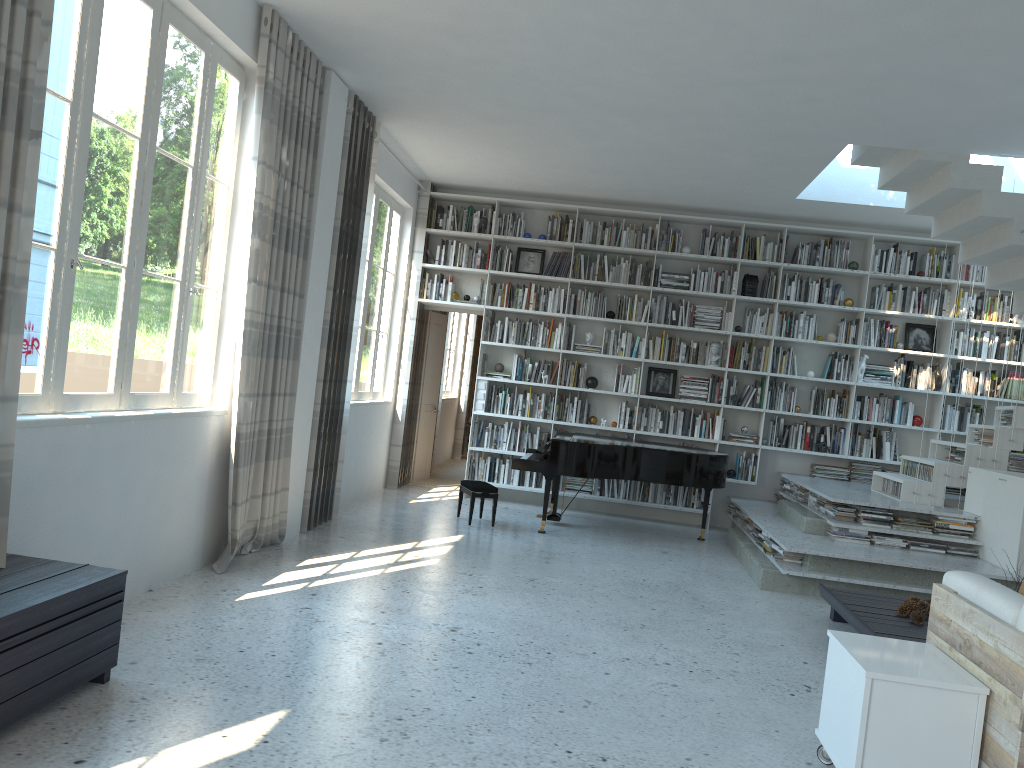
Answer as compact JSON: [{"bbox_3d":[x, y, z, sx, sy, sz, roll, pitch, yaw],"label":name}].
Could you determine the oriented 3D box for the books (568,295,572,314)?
[{"bbox_3d":[0.608,-0.816,9.277,0.015,0.208,0.186,7,1,6],"label":"books"}]

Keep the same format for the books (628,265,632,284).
[{"bbox_3d":[1.228,-1.116,9.226,0.024,0.213,0.150,7,1,6],"label":"books"}]

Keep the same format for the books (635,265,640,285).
[{"bbox_3d":[1.300,-1.112,9.204,0.022,0.222,0.161,7,1,6],"label":"books"}]

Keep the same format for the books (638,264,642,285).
[{"bbox_3d":[1.325,-1.117,9.216,0.024,0.237,0.153,7,1,6],"label":"books"}]

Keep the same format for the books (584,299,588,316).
[{"bbox_3d":[0.774,-0.786,9.269,0.029,0.187,0.149,7,1,6],"label":"books"}]

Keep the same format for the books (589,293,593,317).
[{"bbox_3d":[0.827,-0.815,9.263,0.011,0.256,0.152,7,1,6],"label":"books"}]

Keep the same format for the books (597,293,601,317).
[{"bbox_3d":[0.904,-0.809,9.249,0.010,0.262,0.158,7,1,6],"label":"books"}]

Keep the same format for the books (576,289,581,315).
[{"bbox_3d":[0.697,-0.842,9.271,0.026,0.279,0.151,7,1,6],"label":"books"}]

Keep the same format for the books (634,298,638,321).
[{"bbox_3d":[1.288,-0.762,9.211,0.010,0.257,0.140,7,1,6],"label":"books"}]

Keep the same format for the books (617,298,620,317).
[{"bbox_3d":[1.106,-0.775,9.244,0.005,0.239,0.146,7,1,6],"label":"books"}]

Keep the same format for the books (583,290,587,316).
[{"bbox_3d":[0.758,-0.836,9.253,0.010,0.283,0.184,7,1,6],"label":"books"}]

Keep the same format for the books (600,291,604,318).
[{"bbox_3d":[0.934,-0.818,9.233,0.011,0.287,0.189,7,1,6],"label":"books"}]

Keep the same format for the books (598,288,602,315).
[{"bbox_3d":[0.916,-0.835,9.260,0.005,0.316,0.157,7,1,6],"label":"books"}]

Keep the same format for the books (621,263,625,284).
[{"bbox_3d":[1.152,-1.131,9.208,0.021,0.226,0.191,7,1,6],"label":"books"}]

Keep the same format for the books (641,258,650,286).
[{"bbox_3d":[1.381,-1.143,9.190,0.058,0.302,0.175,7,1,6],"label":"books"}]

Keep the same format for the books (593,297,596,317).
[{"bbox_3d":[0.867,-0.795,9.267,0.011,0.226,0.129,7,1,6],"label":"books"}]

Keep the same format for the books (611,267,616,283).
[{"bbox_3d":[1.055,-1.119,9.231,0.028,0.180,0.168,7,1,6],"label":"books"}]

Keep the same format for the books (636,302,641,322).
[{"bbox_3d":[1.314,-0.738,9.212,0.024,0.216,0.142,7,1,6],"label":"books"}]

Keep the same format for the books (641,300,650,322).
[{"bbox_3d":[1.377,-0.741,9.174,0.064,0.237,0.208,7,1,6],"label":"books"}]

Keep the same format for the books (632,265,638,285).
[{"bbox_3d":[1.274,-1.113,9.203,0.030,0.218,0.182,7,1,6],"label":"books"}]

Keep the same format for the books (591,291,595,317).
[{"bbox_3d":[0.847,-0.824,9.251,0.011,0.279,0.169,7,1,6],"label":"books"}]

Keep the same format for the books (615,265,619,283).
[{"bbox_3d":[1.097,-1.131,9.252,0.024,0.212,0.128,7,1,6],"label":"books"}]

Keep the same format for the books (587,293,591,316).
[{"bbox_3d":[0.803,-0.815,9.242,0.012,0.251,0.184,7,1,6],"label":"books"}]

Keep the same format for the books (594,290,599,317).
[{"bbox_3d":[0.880,-0.826,9.246,0.011,0.291,0.176,7,1,6],"label":"books"}]

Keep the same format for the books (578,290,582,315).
[{"bbox_3d":[0.715,-0.838,9.265,0.012,0.276,0.157,7,1,6],"label":"books"}]

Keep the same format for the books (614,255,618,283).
[{"bbox_3d":[1.082,-1.181,9.227,0.012,0.308,0.145,7,1,6],"label":"books"}]

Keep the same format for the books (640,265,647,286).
[{"bbox_3d":[1.364,-1.126,9.192,0.055,0.264,0.167,7,1,6],"label":"books"}]

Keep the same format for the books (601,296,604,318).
[{"bbox_3d":[0.944,-0.792,9.266,0.009,0.237,0.134,7,1,6],"label":"books"}]

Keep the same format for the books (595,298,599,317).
[{"bbox_3d":[0.890,-0.788,9.270,0.012,0.217,0.133,7,1,6],"label":"books"}]

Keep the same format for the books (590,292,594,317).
[{"bbox_3d":[0.835,-0.816,9.246,0.009,0.261,0.180,7,1,6],"label":"books"}]

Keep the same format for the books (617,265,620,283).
[{"bbox_3d":[1.111,-1.127,9.224,0.010,0.208,0.173,7,1,6],"label":"books"}]

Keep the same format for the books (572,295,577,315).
[{"bbox_3d":[0.659,-0.816,9.295,0.024,0.219,0.140,7,1,6],"label":"books"}]

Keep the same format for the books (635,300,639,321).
[{"bbox_3d":[1.297,-0.747,9.214,0.011,0.229,0.165,7,1,6],"label":"books"}]

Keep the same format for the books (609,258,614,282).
[{"bbox_3d":[1.034,-1.165,9.240,0.027,0.265,0.168,7,1,6],"label":"books"}]

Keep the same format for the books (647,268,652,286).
[{"bbox_3d":[1.421,-1.093,9.211,0.028,0.212,0.134,7,1,6],"label":"books"}]

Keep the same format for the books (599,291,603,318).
[{"bbox_3d":[0.928,-0.817,9.252,0.004,0.284,0.166,7,1,6],"label":"books"}]

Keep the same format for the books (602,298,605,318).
[{"bbox_3d":[0.953,-0.781,9.259,0.012,0.218,0.151,7,1,6],"label":"books"}]

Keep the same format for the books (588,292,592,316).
[{"bbox_3d":[0.817,-0.819,9.265,0.010,0.262,0.169,7,1,6],"label":"books"}]

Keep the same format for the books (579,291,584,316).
[{"bbox_3d":[0.731,-0.829,9.264,0.024,0.262,0.177,7,1,6],"label":"books"}]

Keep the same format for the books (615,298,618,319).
[{"bbox_3d":[1.090,-0.785,9.241,0.005,0.254,0.161,7,1,6],"label":"books"}]

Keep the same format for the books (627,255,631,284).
[{"bbox_3d":[1.214,-1.168,9.206,0.011,0.313,0.183,7,1,6],"label":"books"}]

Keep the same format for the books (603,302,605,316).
[{"bbox_3d":[0.960,-0.776,9.256,0.004,0.209,0.132,7,1,6],"label":"books"}]

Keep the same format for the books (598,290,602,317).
[{"bbox_3d":[0.922,-0.842,9.257,0.005,0.331,0.161,7,1,6],"label":"books"}]

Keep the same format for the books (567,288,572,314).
[{"bbox_3d":[0.601,-0.856,9.295,0.012,0.285,0.159,7,1,6],"label":"books"}]

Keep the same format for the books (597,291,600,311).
[{"bbox_3d":[0.902,-0.839,9.256,0.004,0.321,0.153,7,1,6],"label":"books"}]

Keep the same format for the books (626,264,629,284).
[{"bbox_3d":[1.198,-1.128,9.218,0.013,0.231,0.141,7,1,6],"label":"books"}]

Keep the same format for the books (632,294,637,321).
[{"bbox_3d":[1.273,-0.778,9.205,0.022,0.284,0.190,7,1,6],"label":"books"}]

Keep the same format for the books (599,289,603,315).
[{"bbox_3d":[0.925,-0.828,9.255,0.005,0.305,0.162,7,1,6],"label":"books"}]

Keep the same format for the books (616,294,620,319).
[{"bbox_3d":[1.100,-0.794,9.247,0.012,0.276,0.129,7,1,6],"label":"books"}]

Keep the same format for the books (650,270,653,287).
[{"bbox_3d":[1.444,-1.082,9.215,0.019,0.194,0.098,7,1,6],"label":"books"}]

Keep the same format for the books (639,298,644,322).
[{"bbox_3d":[1.338,-0.756,9.200,0.022,0.257,0.155,7,1,6],"label":"books"}]

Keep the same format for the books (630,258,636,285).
[{"bbox_3d":[1.255,-1.152,9.225,0.022,0.290,0.146,7,1,6],"label":"books"}]

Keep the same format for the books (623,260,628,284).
[{"bbox_3d":[1.180,-1.146,9.224,0.028,0.261,0.135,7,1,6],"label":"books"}]

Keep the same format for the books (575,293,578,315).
[{"bbox_3d":[0.677,-0.824,9.280,0.012,0.240,0.134,7,1,6],"label":"books"}]

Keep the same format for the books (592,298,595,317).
[{"bbox_3d":[0.853,-0.788,9.244,0.011,0.209,0.181,7,1,6],"label":"books"}]

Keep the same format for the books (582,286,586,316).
[{"bbox_3d":[0.753,-0.854,9.275,0.011,0.317,0.154,7,1,6],"label":"books"}]

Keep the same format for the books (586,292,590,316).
[{"bbox_3d":[0.793,-0.822,9.242,0.009,0.263,0.189,7,1,6],"label":"books"}]

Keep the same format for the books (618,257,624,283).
[{"bbox_3d":[1.135,-1.164,9.234,0.026,0.286,0.137,7,1,6],"label":"books"}]

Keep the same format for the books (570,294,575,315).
[{"bbox_3d":[0.633,-0.822,9.299,0.029,0.225,0.136,7,1,6],"label":"books"}]
